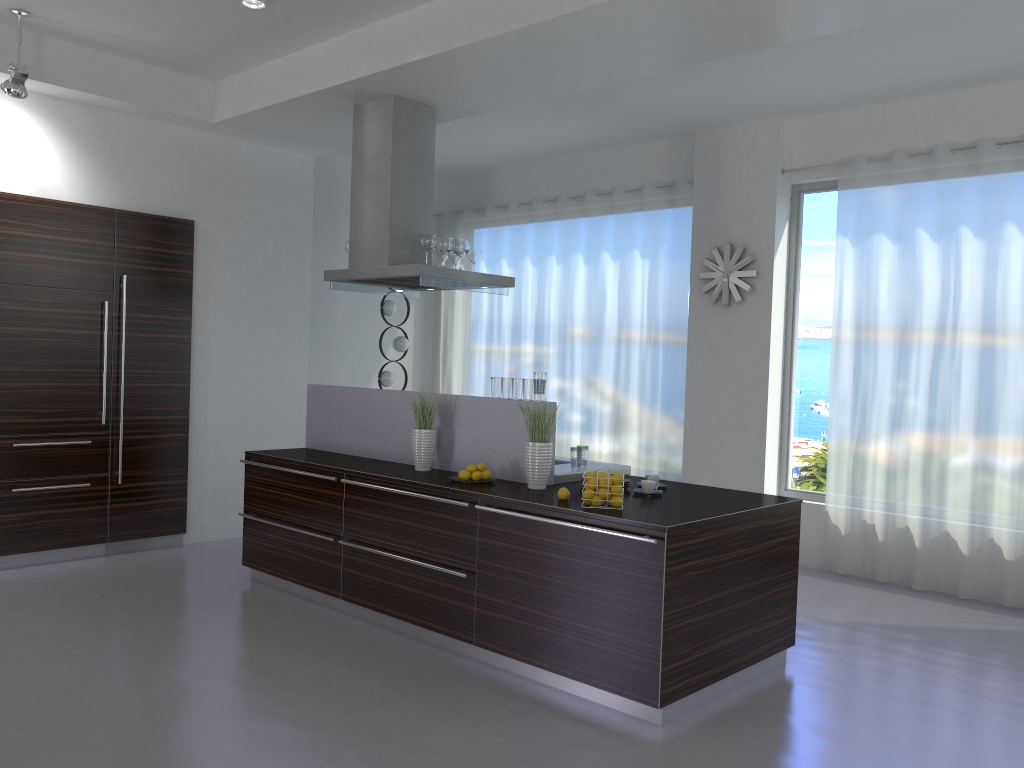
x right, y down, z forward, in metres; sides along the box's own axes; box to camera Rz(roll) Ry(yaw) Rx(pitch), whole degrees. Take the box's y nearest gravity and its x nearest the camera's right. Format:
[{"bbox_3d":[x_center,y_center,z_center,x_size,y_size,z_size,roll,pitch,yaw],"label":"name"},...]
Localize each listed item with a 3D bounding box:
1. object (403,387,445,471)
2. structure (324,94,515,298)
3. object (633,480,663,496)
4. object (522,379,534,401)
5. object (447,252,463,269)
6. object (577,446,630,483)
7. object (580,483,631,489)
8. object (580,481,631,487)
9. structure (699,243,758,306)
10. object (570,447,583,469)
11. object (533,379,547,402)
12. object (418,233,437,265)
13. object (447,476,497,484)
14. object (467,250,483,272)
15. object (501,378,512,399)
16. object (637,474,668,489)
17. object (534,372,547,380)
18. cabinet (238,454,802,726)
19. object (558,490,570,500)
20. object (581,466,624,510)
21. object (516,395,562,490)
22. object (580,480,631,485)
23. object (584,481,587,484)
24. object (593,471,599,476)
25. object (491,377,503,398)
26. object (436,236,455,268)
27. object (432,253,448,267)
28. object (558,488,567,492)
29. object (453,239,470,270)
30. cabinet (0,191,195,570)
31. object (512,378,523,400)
[{"bbox_3d":[-0.535,0.256,5.185,0.269,0.502,0.247,3,2,43],"label":"object"},{"bbox_3d":[-0.628,-1.255,6.196,0.981,1.231,0.915,3,2,43],"label":"structure"},{"bbox_3d":[0.702,0.536,4.573,0.153,0.069,0.153,2,2,16],"label":"object"},{"bbox_3d":[0.091,0.032,4.879,0.071,0.119,0.072,2,1,-7],"label":"object"},{"bbox_3d":[-0.409,-0.852,6.360,0.137,0.174,0.137,2,1,8],"label":"object"},{"bbox_3d":[0.431,0.448,4.917,0.269,0.147,0.646,1,2,-22],"label":"object"},{"bbox_3d":[0.499,0.548,4.746,0.232,0.020,0.232,1,2,-39],"label":"object"},{"bbox_3d":[0.500,0.538,4.746,0.232,0.020,0.232,1,2,-39],"label":"object"},{"bbox_3d":[1.736,-0.881,7.155,0.505,0.505,0.076,3,2,43],"label":"structure"},{"bbox_3d":[0.370,0.426,5.121,0.072,0.119,0.071,3,2,43],"label":"object"},{"bbox_3d":[0.151,0.035,4.824,0.071,0.119,0.072,2,1,-7],"label":"object"},{"bbox_3d":[-0.552,-0.866,5.777,0.125,0.221,0.125,1,2,-22],"label":"object"},{"bbox_3d":[-0.218,0.519,4.804,0.232,0.020,0.232,1,2,-39],"label":"object"},{"bbox_3d":[-0.270,-0.844,6.231,0.137,0.174,0.137,2,1,8],"label":"object"},{"bbox_3d":[-0.027,0.025,4.988,0.071,0.119,0.072,2,1,-7],"label":"object"},{"bbox_3d":[0.767,0.531,4.839,0.153,0.069,0.153,2,2,-14],"label":"object"},{"bbox_3d":[0.152,-0.003,4.823,0.071,0.119,0.072,2,1,-7],"label":"object"},{"bbox_3d":[-0.150,0.948,5.253,3.285,0.852,1.377,3,2,43],"label":"cabinet"},{"bbox_3d":[0.249,0.534,4.268,0.053,0.051,0.063,1,2,-43],"label":"object"},{"bbox_3d":[0.427,0.481,4.150,0.189,0.174,0.207,2,1,8],"label":"object"},{"bbox_3d":[0.134,0.295,4.599,0.269,0.502,0.247,2,1,-4],"label":"object"},{"bbox_3d":[0.500,0.528,4.745,0.232,0.020,0.232,1,2,-44],"label":"object"},{"bbox_3d":[0.370,0.480,4.223,0.053,0.051,0.063,2,2,12],"label":"object"},{"bbox_3d":[0.401,0.442,4.221,0.052,0.060,0.057,3,2,31],"label":"object"},{"bbox_3d":[-0.086,0.021,5.043,0.072,0.119,0.071,2,1,3],"label":"object"},{"bbox_3d":[-0.446,-0.865,5.893,0.125,0.221,0.125,1,2,-22],"label":"object"},{"bbox_3d":[-0.527,-0.860,6.491,0.137,0.174,0.137,2,1,8],"label":"object"},{"bbox_3d":[0.252,0.532,4.332,0.053,0.051,0.063,2,2,12],"label":"object"},{"bbox_3d":[-0.346,-0.864,6.001,0.125,0.221,0.125,1,2,-22],"label":"object"},{"bbox_3d":[-3.894,-0.021,5.666,0.669,2.500,3.600,3,2,43],"label":"cabinet"},{"bbox_3d":[0.032,0.028,4.934,0.071,0.119,0.072,2,1,-7],"label":"object"}]
